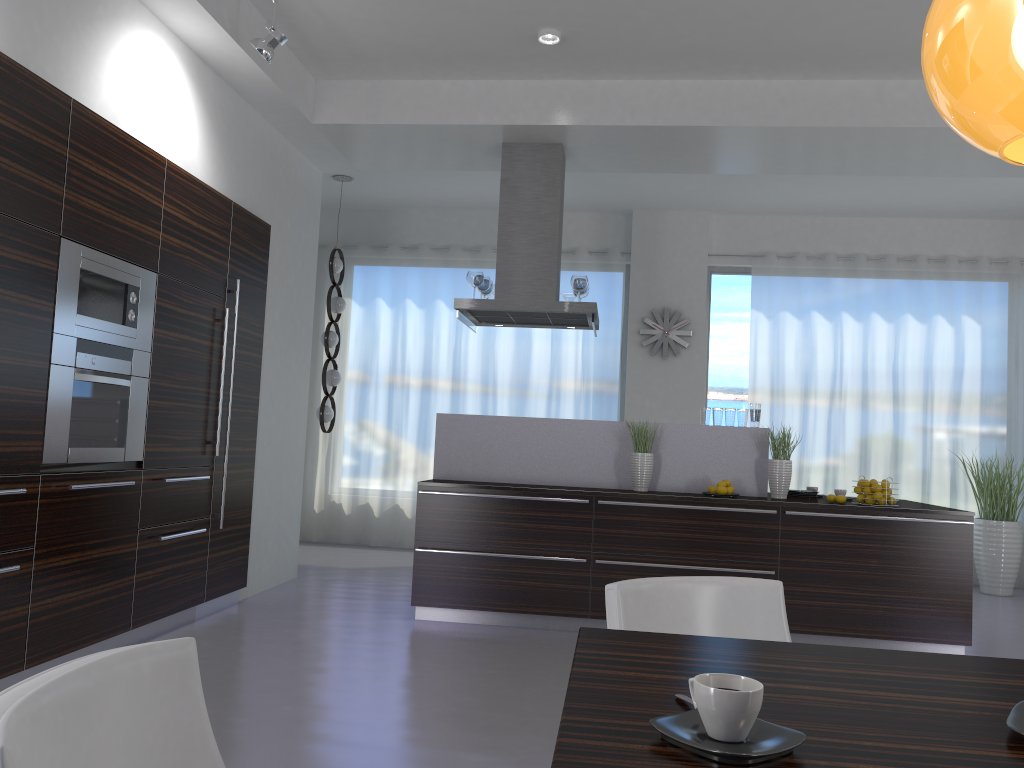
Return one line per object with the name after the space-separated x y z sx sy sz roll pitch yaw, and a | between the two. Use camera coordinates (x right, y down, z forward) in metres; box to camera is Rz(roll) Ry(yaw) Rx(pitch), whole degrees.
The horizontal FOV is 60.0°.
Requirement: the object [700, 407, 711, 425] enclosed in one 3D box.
1.275 0.214 5.853 0.072 0.119 0.071 5 -4 -33 | object

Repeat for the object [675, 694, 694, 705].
0.248 0.418 1.165 0.032 0.028 0.155 4 -4 -12 | object

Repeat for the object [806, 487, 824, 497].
2.082 0.749 6.156 0.153 0.069 0.153 0 -5 40 | object

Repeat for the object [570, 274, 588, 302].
0.470 -0.654 6.229 0.125 0.221 0.125 0 -4 32 | object

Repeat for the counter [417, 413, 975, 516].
1.110 0.924 5.950 3.291 1.300 1.302 2 -4 7 | counter

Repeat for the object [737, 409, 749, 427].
1.515 0.224 5.824 0.071 0.119 0.072 6 -5 -43 | object

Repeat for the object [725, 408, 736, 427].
1.435 0.221 5.834 0.071 0.119 0.072 6 -5 -43 | object

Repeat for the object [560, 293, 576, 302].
0.431 -0.598 6.761 0.137 0.174 0.137 5 -4 -28 | object

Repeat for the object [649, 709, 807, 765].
0.254 0.418 1.052 0.154 0.020 0.154 6 -5 -37 | object

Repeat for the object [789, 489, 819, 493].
1.765 0.655 6.028 0.646 0.147 0.269 0 -4 32 | object

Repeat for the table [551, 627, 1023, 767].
1.059 0.853 0.983 2.046 0.783 1.127 2 -4 7 | table

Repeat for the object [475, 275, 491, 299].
-0.221 -0.674 6.448 0.125 0.221 0.125 0 -4 32 | object

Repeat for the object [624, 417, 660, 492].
0.828 0.437 5.689 0.269 0.502 0.247 2 -4 7 | object

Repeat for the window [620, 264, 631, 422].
-0.331 -0.035 9.211 3.000 2.500 0.100 2 -4 7 | window

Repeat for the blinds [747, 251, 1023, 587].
3.704 0.302 8.485 2.830 3.112 0.120 2 -4 7 | blinds

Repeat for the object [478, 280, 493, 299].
-0.204 -0.662 6.604 0.125 0.221 0.125 0 -4 32 | object

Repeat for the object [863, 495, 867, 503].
2.170 0.708 5.452 0.053 0.053 0.061 6 -5 -41 | object

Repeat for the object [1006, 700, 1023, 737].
0.759 0.447 1.119 0.232 0.020 0.232 0 -5 35 | object

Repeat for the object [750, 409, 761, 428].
1.595 0.227 5.815 0.071 0.119 0.072 6 -5 -43 | object

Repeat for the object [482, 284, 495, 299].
-0.187 -0.652 6.750 0.125 0.221 0.125 0 -4 32 | object

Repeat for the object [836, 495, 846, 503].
2.000 0.701 5.392 0.063 0.051 0.053 2 -4 11 | object

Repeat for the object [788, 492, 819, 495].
1.921 0.730 5.924 0.232 0.020 0.232 2 -4 10 | object

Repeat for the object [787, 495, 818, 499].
1.921 0.749 5.923 0.232 0.020 0.232 2 -4 15 | object

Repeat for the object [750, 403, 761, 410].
1.597 0.188 5.817 0.071 0.119 0.072 6 -5 -43 | object

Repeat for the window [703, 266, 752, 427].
3.388 0.118 8.762 3.000 2.500 0.100 2 -4 7 | window

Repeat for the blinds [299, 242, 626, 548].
-0.528 0.129 8.997 3.245 3.112 0.120 2 -4 7 | blinds

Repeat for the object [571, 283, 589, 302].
0.488 -0.643 6.386 0.125 0.221 0.125 0 -4 32 | object

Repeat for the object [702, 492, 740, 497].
1.307 0.693 5.550 0.232 0.020 0.232 2 -4 15 | object

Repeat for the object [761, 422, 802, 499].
1.713 0.474 5.607 0.269 0.502 0.247 6 -5 -40 | object

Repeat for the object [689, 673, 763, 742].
0.248 0.387 1.059 0.101 0.064 0.081 0 -4 33 | object

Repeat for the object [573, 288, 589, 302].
0.505 -0.633 6.531 0.125 0.221 0.125 0 -4 32 | object

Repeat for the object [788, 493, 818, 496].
1.921 0.740 5.923 0.232 0.020 0.232 2 -4 15 | object

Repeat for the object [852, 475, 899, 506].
2.214 0.649 5.404 0.189 0.174 0.207 5 -4 -28 | object

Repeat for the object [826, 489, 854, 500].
2.186 0.737 5.903 0.153 0.069 0.153 4 -4 -20 | object

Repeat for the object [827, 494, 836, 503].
1.964 0.702 5.445 0.053 0.051 0.063 5 -4 -24 | object

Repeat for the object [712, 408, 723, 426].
1.355 0.217 5.844 0.071 0.119 0.072 6 -5 -43 | object
